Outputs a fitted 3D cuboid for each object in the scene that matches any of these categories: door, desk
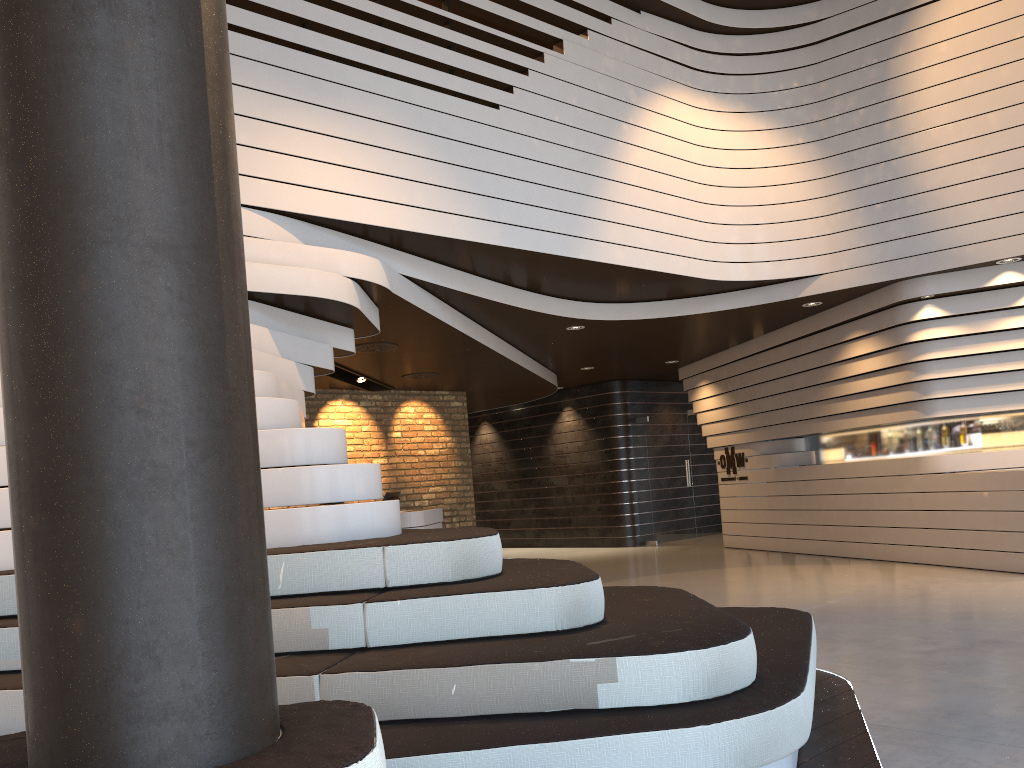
[{"bbox_3d":[2.622,1.158,13.634,0.079,2.694,1.793,-4,-2,-37],"label":"door"},{"bbox_3d":[-1.327,2.000,10.632,0.852,0.917,1.461,-5,-5,7],"label":"desk"}]

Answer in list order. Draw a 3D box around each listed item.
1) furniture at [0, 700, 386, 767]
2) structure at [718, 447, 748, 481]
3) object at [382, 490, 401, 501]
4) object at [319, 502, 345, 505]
[{"bbox_3d":[-0.593,0.914,1.149,1.767,0.720,1.285,-4,-5,-6],"label":"furniture"},{"bbox_3d":[3.065,1.110,12.276,0.017,0.467,0.809,-4,-5,-16],"label":"structure"},{"bbox_3d":[-1.528,1.565,10.585,0.370,0.552,0.597,-5,-4,9],"label":"object"},{"bbox_3d":[-1.811,1.337,8.484,0.370,0.552,0.597,-5,-4,9],"label":"object"}]
